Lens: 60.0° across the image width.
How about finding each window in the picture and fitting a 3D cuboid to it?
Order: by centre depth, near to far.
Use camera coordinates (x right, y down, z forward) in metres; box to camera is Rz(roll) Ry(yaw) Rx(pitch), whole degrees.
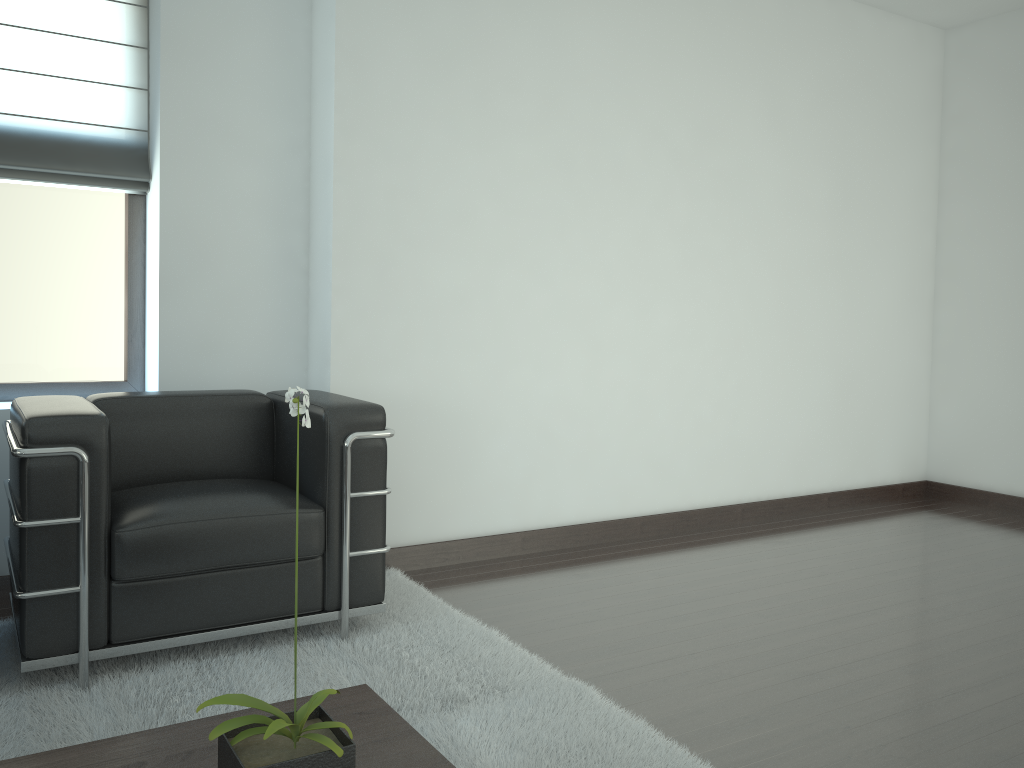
[{"bbox_3d":[-3.207,-1.260,4.986,2.132,2.728,0.146,-1,3,-32],"label":"window"}]

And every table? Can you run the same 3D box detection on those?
[{"bbox_3d":[-0.765,1.242,1.442,1.921,0.440,1.939,-1,5,-32],"label":"table"}]

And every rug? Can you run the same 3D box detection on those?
[{"bbox_3d":[-1.315,1.413,1.529,5.169,0.110,6.262,-1,5,-32],"label":"rug"}]

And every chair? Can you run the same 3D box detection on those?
[{"bbox_3d":[-1.537,0.651,4.353,1.646,1.169,1.125,-1,4,-32],"label":"chair"}]

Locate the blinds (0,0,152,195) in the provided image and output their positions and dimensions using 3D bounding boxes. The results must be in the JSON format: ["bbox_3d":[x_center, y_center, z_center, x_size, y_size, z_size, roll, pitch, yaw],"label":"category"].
[{"bbox_3d":[-3.102,-1.874,4.819,2.123,1.474,0.222,-1,3,-32],"label":"blinds"}]

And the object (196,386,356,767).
[{"bbox_3d":[-0.505,0.494,1.950,0.335,0.991,0.252,0,3,-32],"label":"object"}]
